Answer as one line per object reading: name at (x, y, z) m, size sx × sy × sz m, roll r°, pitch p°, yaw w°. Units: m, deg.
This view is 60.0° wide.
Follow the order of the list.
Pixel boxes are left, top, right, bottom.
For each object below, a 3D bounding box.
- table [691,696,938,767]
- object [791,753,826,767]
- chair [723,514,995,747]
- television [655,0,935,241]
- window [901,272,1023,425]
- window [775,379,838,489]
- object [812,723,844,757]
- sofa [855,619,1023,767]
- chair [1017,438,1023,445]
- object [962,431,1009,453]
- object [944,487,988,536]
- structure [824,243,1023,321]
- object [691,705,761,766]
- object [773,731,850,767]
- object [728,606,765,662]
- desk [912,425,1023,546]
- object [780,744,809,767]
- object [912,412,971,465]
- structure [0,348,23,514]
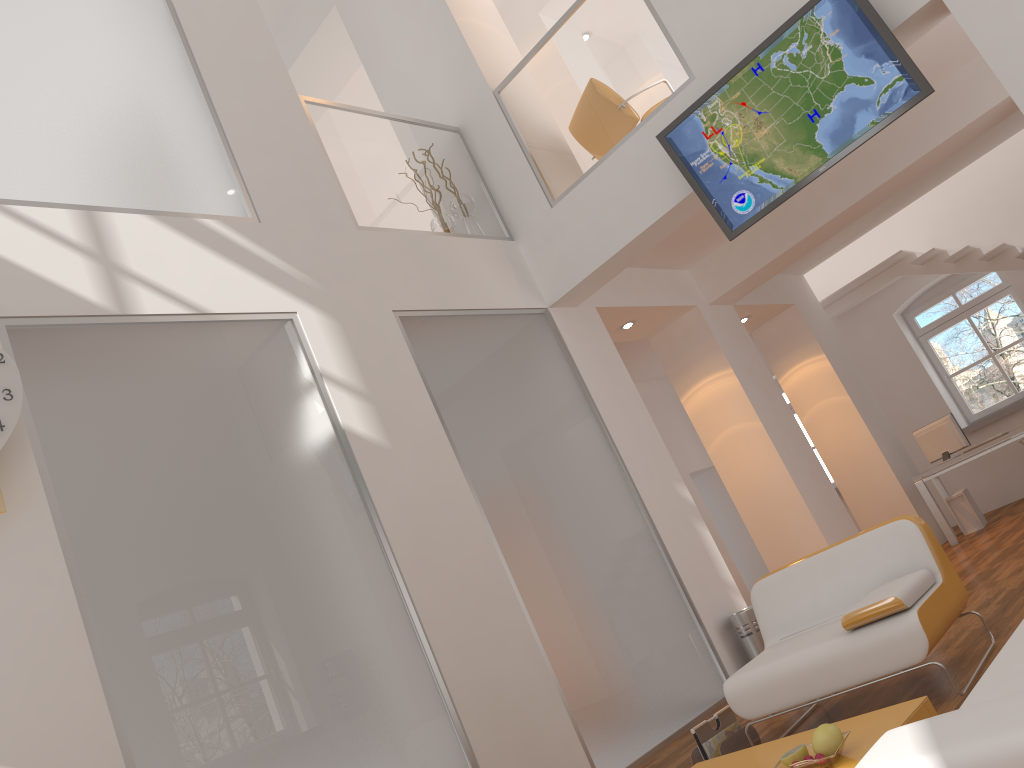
table at (0.759, 1.373, 2.838) m, size 1.000 × 0.150 × 1.000 m, roll -7°, pitch -24°, yaw -49°
object at (0.902, 1.135, 2.660) m, size 0.061 × 0.037 × 0.134 m, roll -10°, pitch -21°, yaw -42°
chair at (1.464, 1.091, 3.947) m, size 0.923 × 0.661 × 0.825 m, roll -35°, pitch -18°, yaw 32°
television at (1.595, -1.573, 5.201) m, size 0.266 × 0.803 × 1.388 m, roll -7°, pitch -24°, yaw -49°
window at (5.749, -0.543, 10.853) m, size 0.142 × 1.737 × 1.308 m, roll -7°, pitch -24°, yaw -49°
window at (4.214, 0.616, 12.301) m, size 0.142 × 1.737 × 1.308 m, roll -7°, pitch -24°, yaw -49°
object at (0.967, 1.095, 2.720) m, size 0.102 × 0.095 × 0.101 m, roll -27°, pitch -16°, yaw 8°
sofa at (1.463, 0.489, 1.973) m, size 0.825 × 0.661 × 2.010 m, roll -36°, pitch -19°, yaw 35°
chair at (5.842, 0.668, 9.569) m, size 0.464 × 0.829 × 0.495 m, roll -14°, pitch -19°, yaw -35°
object at (4.958, 0.606, 9.300) m, size 0.200 × 0.031 × 0.467 m, roll -12°, pitch -20°, yaw -40°
object at (4.802, 1.347, 9.376) m, size 0.200 × 0.422 × 0.474 m, roll -33°, pitch -18°, yaw 27°
structure at (5.179, -0.569, 8.590) m, size 3.450 × 3.042 × 4.630 m, roll -7°, pitch -24°, yaw -49°
object at (0.943, 1.604, 3.994) m, size 0.281 × 0.217 × 0.189 m, roll -11°, pitch -21°, yaw -40°
object at (0.911, 1.142, 2.687) m, size 0.227 × 0.048 × 0.227 m, roll -33°, pitch -17°, yaw 27°
object at (1.680, 1.745, 6.015) m, size 0.248 × 0.450 × 0.248 m, roll -23°, pitch -16°, yaw -7°
desk at (5.299, 0.736, 8.784) m, size 2.239 × 0.750 × 1.092 m, roll -33°, pitch -18°, yaw 27°
object at (0.884, 1.168, 2.756) m, size 0.091 × 0.065 × 0.092 m, roll -25°, pitch -16°, yaw 0°
object at (4.423, 0.605, 9.206) m, size 0.245 × 0.418 × 0.516 m, roll -19°, pitch -17°, yaw -21°
structure at (-2.171, 0.151, 3.372) m, size 0.605 × 0.800 × 0.125 m, roll -7°, pitch -24°, yaw -49°
